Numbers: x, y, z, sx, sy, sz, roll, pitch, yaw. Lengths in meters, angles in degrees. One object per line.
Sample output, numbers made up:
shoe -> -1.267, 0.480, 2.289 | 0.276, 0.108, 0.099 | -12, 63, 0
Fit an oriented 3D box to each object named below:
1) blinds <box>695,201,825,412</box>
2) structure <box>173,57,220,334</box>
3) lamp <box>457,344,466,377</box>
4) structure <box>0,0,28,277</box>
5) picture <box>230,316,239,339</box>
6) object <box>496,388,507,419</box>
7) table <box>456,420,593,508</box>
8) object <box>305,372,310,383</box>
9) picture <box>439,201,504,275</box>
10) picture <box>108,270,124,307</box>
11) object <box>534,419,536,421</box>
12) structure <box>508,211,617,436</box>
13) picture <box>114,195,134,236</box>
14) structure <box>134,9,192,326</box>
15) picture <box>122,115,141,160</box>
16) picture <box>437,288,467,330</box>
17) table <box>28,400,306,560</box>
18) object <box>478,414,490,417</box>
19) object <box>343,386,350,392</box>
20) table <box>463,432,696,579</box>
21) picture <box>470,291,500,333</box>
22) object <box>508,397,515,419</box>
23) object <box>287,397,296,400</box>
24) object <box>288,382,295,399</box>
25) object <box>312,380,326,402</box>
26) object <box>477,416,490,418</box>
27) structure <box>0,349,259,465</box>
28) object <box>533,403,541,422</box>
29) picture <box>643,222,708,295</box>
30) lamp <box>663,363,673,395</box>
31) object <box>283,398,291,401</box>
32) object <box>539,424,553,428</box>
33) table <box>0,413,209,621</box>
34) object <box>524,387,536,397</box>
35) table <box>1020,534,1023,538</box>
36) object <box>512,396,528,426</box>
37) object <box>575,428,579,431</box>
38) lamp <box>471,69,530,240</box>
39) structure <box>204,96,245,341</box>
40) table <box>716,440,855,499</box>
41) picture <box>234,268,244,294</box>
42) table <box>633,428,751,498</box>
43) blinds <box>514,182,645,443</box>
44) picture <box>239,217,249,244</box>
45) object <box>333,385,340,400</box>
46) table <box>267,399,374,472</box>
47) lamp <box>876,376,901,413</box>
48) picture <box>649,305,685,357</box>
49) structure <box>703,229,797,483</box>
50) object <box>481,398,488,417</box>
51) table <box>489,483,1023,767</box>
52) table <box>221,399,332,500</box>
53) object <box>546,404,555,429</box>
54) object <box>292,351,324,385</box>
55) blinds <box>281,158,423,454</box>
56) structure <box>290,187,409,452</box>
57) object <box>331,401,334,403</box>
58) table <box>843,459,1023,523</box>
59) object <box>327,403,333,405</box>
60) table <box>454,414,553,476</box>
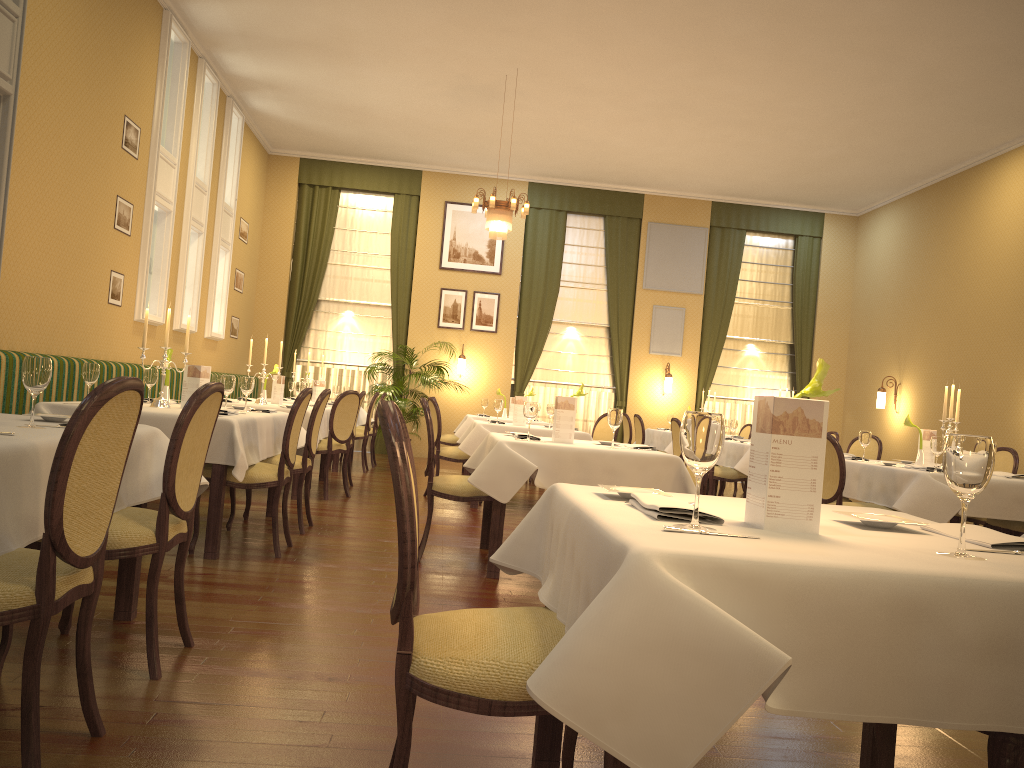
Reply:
blinds -> 3.894, -0.681, 14.106 | 1.876, 4.537, 0.129 | 5, -1, -4
structure -> -3.578, -2.067, 9.936 | 0.200, 2.985, 0.661 | 5, -1, -4
lamp -> -0.784, -0.359, 13.529 | 0.114, 0.513, 0.323 | 5, -1, -15
structure -> -3.211, -2.187, 5.262 | 0.200, 3.103, 0.956 | 5, -1, -4
picture -> -3.856, -0.785, 12.331 | 0.008, 0.294, 0.437 | 5, -1, -4
object -> -0.123, 0.242, 11.105 | 0.163, 0.375, 0.076 | 5, -1, 17
table -> 0.146, 0.777, 8.441 | 1.389, 0.759, 1.395 | 5, -1, -3
object -> -2.527, 0.031, 10.944 | 0.076, 0.375, 0.163 | 5, -1, -18
picture -> -0.599, -2.257, 13.720 | 0.966, 1.057, 0.027 | 5, -1, -4
picture -> -3.510, -0.845, 7.866 | 0.008, 0.294, 0.313 | 5, -1, -4
object -> 0.250, 0.454, 11.175 | 0.142, 0.024, 0.273 | 5, -1, -4
structure -> 0.978, -0.923, 14.002 | 1.900, 4.511, 0.134 | 5, -1, -4
picture -> -3.455, -1.494, 7.897 | 0.008, 0.294, 0.401 | 5, -1, -4
structure -> -3.486, -2.083, 8.743 | 0.200, 2.985, 0.687 | 5, -1, -4
picture -> -3.395, -2.196, 7.911 | 0.008, 0.294, 0.401 | 5, -1, -4
picture -> -0.919, -1.157, 13.684 | 0.412, 0.619, 0.022 | 5, -1, -4
table -> -2.047, 0.529, 5.565 | 1.385, 0.759, 2.152 | 5, -1, -4
object -> -0.352, 0.396, 11.104 | 0.142, 0.033, 0.273 | 5, -1, -4
object -> -2.096, 0.146, 11.184 | 0.088, 0.229, 0.088 | 4, -2, 44
table -> 0.380, 0.736, 5.410 | 1.389, 0.759, 1.395 | 5, -1, -3
picture -> -0.414, -1.112, 13.722 | 0.412, 0.619, 0.022 | 5, -1, -4
object -> 0.049, 0.305, 10.971 | 0.166, 0.277, 0.081 | 5, -1, 2
object -> -2.804, 0.190, 11.404 | 0.142, 0.033, 0.273 | 5, -1, -4
object -> -2.791, 0.086, 11.201 | 0.088, 0.229, 0.088 | 4, -2, 44
object -> -2.419, 0.093, 11.024 | 0.166, 0.277, 0.081 | 5, -1, 12
object -> -0.334, 0.401, 10.815 | 0.185, 0.010, 0.017 | 5, -1, -3
structure -> -3.086, 0.322, 6.207 | 0.850, 1.031, 14.516 | 5, -1, -4
object -> 0.303, 0.346, 10.818 | 0.088, 0.229, 0.088 | 4, -2, 44
picture -> 2.577, -1.977, 13.960 | 0.966, 1.057, 0.027 | 5, -1, -4
lamp -> 2.389, -0.080, 13.771 | 0.114, 0.513, 0.323 | 5, -1, -15
object -> -2.692, 0.180, 10.440 | 0.142, 0.033, 0.273 | 5, -1, -4
object -> 0.348, 0.407, 8.514 | 0.160, 0.024, 0.160 | 5, -1, -4
table -> -1.820, 0.490, 2.631 | 1.385, 0.759, 2.152 | 5, -1, -4
object -> 0.133, 0.210, 8.423 | 0.163, 0.375, 0.076 | 6, -1, -28
table -> 3.183, 0.937, 3.343 | 1.385, 0.759, 2.152 | 5, -1, -4
object -> 0.052, 0.252, 8.307 | 0.166, 0.277, 0.081 | 4, -2, 42
object -> 0.543, 0.424, 8.423 | 0.142, 0.024, 0.273 | 5, -1, -4
lamp -> -0.076, -2.447, 9.479 | 0.593, 1.796, 0.593 | 5, -1, -7
structure -> -3.676, -2.050, 11.201 | 0.200, 2.985, 0.670 | 5, -1, -4
table -> 2.720, 1.017, 9.334 | 1.385, 0.759, 2.152 | 5, -1, -4
picture -> -3.801, -1.434, 12.358 | 0.008, 0.294, 0.504 | 5, -1, -4
table -> 2.513, 1.053, 12.000 | 1.385, 0.759, 2.152 | 5, -1, -4
blinds -> 0.995, -0.936, 13.885 | 1.878, 4.537, 0.129 | 5, -1, -4
picture -> -3.740, -2.136, 12.372 | 0.008, 0.294, 0.504 | 5, -1, -4
object -> -2.128, 0.134, 10.708 | 0.088, 0.229, 0.088 | 4, -2, 44
table -> -2.464, 0.601, 10.952 | 1.385, 0.759, 2.152 | 5, -1, -4
lamp -> 5.274, 0.143, 12.438 | 0.323, 0.513, 0.114 | 5, -1, -15
picture -> 2.443, -0.832, 13.935 | 0.512, 0.769, 0.027 | 5, -1, -4
structure -> 3.876, -0.667, 14.224 | 1.898, 4.511, 0.137 | 5, -1, -4
object -> -0.339, 0.292, 10.900 | 0.088, 0.229, 0.088 | 4, -2, 44
table -> 0.646, 0.690, 1.979 | 1.389, 0.759, 1.395 | 5, -1, -3
table -> -2.256, 0.565, 8.260 | 1.385, 0.759, 2.152 | 5, -1, -4
object -> 0.352, 0.296, 8.128 | 0.088, 0.229, 0.088 | 4, -1, 38
object -> -2.449, -0.106, 10.620 | 0.390, 0.655, 0.131 | 5, -1, 1
blinds -> -2.490, -1.243, 13.630 | 1.934, 4.537, 0.225 | 5, -1, -5
structure -> -2.501, -1.229, 13.743 | 1.942, 4.511, 0.123 | 5, -1, -4
object -> -2.317, 0.238, 11.560 | 0.160, 0.024, 0.160 | 5, -1, -4
table -> 2.950, 0.977, 6.353 | 1.385, 0.759, 2.152 | 5, -1, -4
object -> -2.080, 0.231, 10.199 | 0.160, 0.024, 0.160 | 5, -1, -4
table -> -0.063, 0.813, 11.131 | 1.389, 0.759, 1.395 | 5, -1, -3
